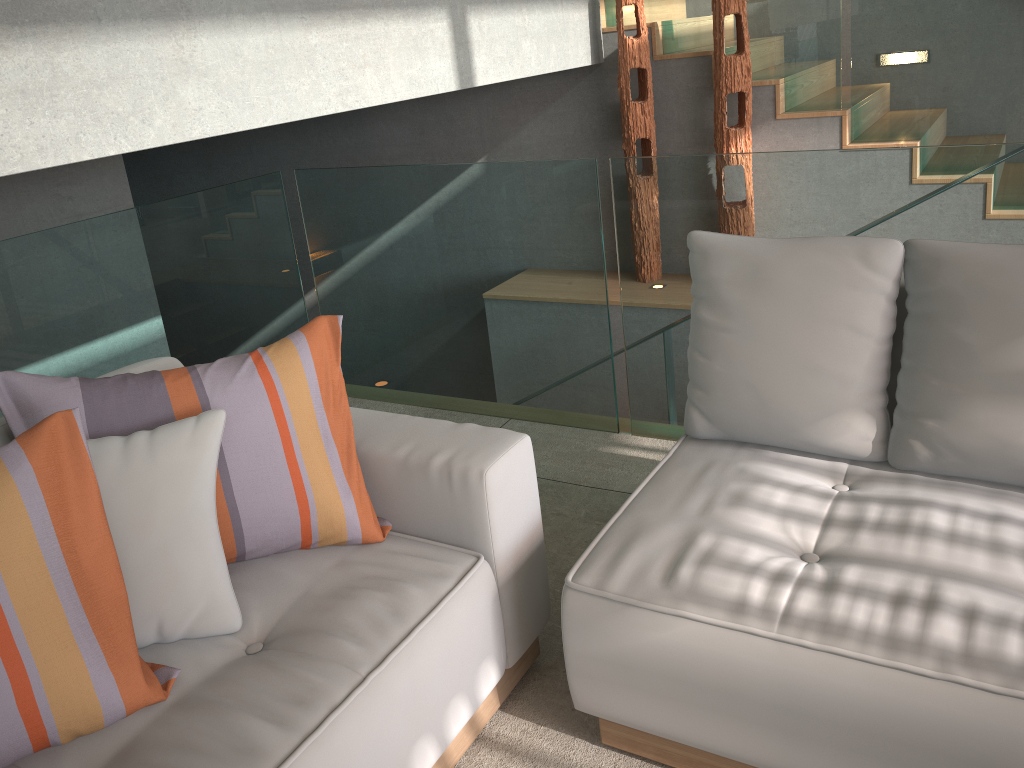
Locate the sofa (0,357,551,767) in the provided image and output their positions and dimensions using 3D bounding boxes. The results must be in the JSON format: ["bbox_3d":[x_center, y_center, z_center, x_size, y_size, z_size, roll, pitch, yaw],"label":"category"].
[{"bbox_3d":[-1.228,0.856,0.819,1.052,0.735,3.537,5,24,30],"label":"sofa"}]

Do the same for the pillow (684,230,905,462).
[{"bbox_3d":[0.637,-0.098,2.062,0.493,0.486,0.243,5,22,31],"label":"pillow"}]

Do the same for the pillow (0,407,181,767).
[{"bbox_3d":[-0.931,0.391,1.314,0.746,0.483,0.315,-20,23,-33],"label":"pillow"}]

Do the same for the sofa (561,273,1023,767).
[{"bbox_3d":[1.009,0.278,1.659,1.601,0.716,1.035,6,23,30],"label":"sofa"}]

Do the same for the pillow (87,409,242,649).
[{"bbox_3d":[-0.790,0.293,1.597,0.596,0.396,0.244,-12,19,-14],"label":"pillow"}]

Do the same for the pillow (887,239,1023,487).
[{"bbox_3d":[1.051,-0.041,1.819,0.493,0.472,0.272,5,22,31],"label":"pillow"}]

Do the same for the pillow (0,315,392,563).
[{"bbox_3d":[-0.636,0.147,1.821,0.699,0.493,0.285,-12,19,-14],"label":"pillow"}]
